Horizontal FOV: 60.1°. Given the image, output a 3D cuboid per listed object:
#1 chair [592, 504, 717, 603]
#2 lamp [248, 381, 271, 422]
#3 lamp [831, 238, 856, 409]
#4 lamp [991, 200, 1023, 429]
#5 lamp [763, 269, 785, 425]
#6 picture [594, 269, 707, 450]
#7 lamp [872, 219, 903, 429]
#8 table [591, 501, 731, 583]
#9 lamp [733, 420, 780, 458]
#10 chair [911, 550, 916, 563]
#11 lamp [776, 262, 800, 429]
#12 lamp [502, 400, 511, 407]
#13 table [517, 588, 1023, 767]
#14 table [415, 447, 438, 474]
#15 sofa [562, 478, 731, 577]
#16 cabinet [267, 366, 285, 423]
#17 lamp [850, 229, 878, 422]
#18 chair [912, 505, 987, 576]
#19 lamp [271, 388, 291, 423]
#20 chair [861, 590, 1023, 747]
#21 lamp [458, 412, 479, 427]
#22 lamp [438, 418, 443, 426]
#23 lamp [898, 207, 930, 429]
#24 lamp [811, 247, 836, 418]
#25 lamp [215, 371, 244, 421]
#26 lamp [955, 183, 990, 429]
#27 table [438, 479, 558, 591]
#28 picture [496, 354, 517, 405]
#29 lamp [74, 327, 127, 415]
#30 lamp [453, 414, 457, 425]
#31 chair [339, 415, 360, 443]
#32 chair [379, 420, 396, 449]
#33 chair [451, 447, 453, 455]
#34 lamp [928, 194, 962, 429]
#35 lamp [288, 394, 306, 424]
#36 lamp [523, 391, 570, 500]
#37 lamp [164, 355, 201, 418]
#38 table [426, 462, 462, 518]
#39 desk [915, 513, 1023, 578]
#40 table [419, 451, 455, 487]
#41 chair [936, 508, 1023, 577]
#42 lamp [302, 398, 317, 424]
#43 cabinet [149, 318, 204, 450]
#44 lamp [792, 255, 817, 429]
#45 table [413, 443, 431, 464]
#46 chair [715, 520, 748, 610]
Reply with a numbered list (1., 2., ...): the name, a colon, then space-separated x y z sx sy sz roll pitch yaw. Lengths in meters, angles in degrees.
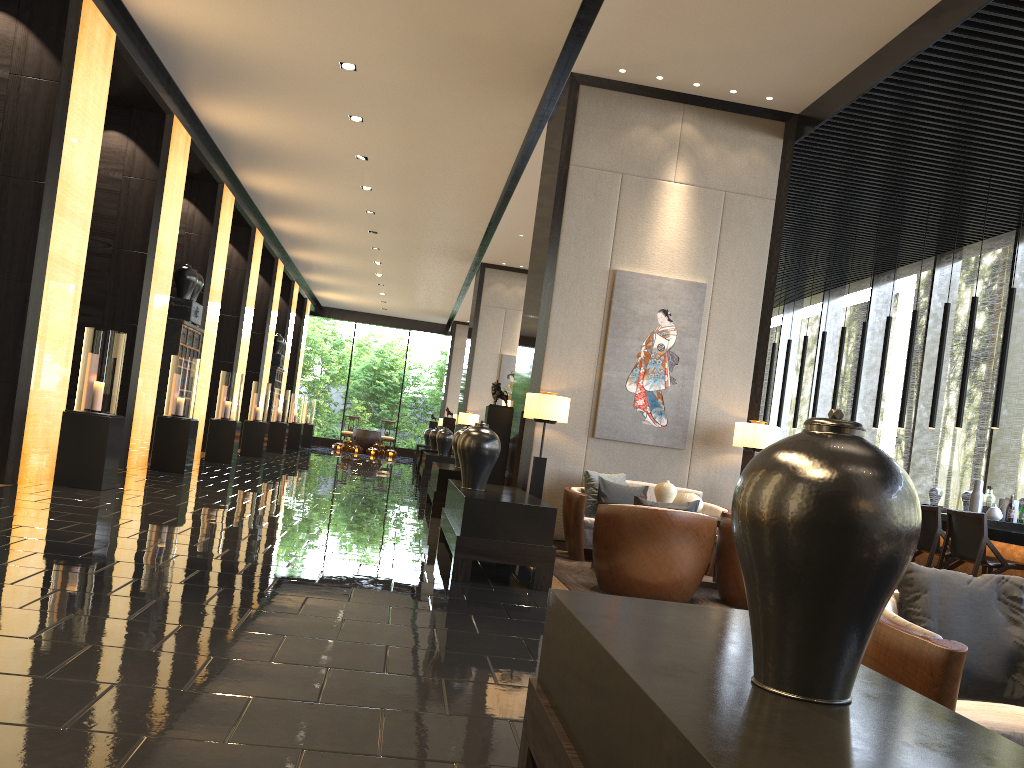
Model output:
1. chair: 0.933 1.094 5.763 0.804 0.604 0.606 8 -2 -7
2. lamp: -4.729 0.331 16.596 0.337 0.729 0.337 8 -1 -5
3. lamp: 4.101 -0.649 10.947 0.060 2.419 0.060 8 0 -12
4. lamp: 4.475 -0.803 7.922 0.060 2.419 0.060 8 0 -12
5. lamp: 3.848 -0.546 12.991 0.060 2.419 0.060 8 0 -12
6. picture: 1.238 -0.213 7.889 0.835 1.501 0.037 8 0 -7
7. lamp: 4.227 -0.701 9.928 0.060 2.419 0.060 8 0 -12
8. table: 1.197 1.231 6.692 1.043 0.517 0.576 8 -2 -7
9. lamp: 2.058 0.995 7.714 0.374 1.350 0.376 7 -1 23
10. chair: 3.474 1.499 8.477 0.563 0.826 0.526 8 -1 -7
11. lamp: 3.911 -0.572 12.483 0.060 2.419 0.060 8 0 -12
12. lamp: 0.001 0.845 9.280 0.373 1.318 0.376 7 -1 37
13. table: 0.467 0.775 1.373 0.620 0.512 1.961 8 -4 -7
14. table: -1.727 1.674 19.109 0.620 0.512 1.961 8 -4 -7
15. sofa: 1.116 1.190 7.515 1.450 0.693 0.603 8 -2 -7
16. cabinet: -5.857 0.548 20.946 0.548 1.921 1.187 8 -1 -7
17. lamp: 4.164 -0.675 10.438 0.060 2.419 0.060 8 0 -12
18. chair: 3.598 1.448 7.471 0.563 0.826 0.526 8 -1 -7
19. lamp: -5.089 0.478 19.511 0.337 0.729 0.337 8 -1 -5
20. chair: 1.265 0.912 2.390 0.804 0.604 0.606 8 -2 -7
21. lamp: -0.871 1.188 16.344 0.374 1.350 0.376 7 -1 12
22. lamp: -1.975 1.640 25.270 0.374 1.350 0.376 7 -1 23
23. lamp: 4.290 -0.727 9.416 0.060 2.419 0.060 8 0 -12
24. lamp: 4.038 -0.624 11.451 0.060 2.419 0.060 8 0 -12
25. lamp: -4.368 0.183 13.682 0.337 0.729 0.337 8 -1 -5
26. lamp: 4.411 -0.776 8.441 0.060 2.419 0.060 8 0 -12
27. table: -0.152 1.029 6.380 0.620 0.512 1.961 8 -4 -7
28. picture: 0.140 0.236 16.763 0.835 1.501 0.037 8 0 -7
29. lamp: -3.647 -0.112 7.853 0.338 0.729 0.336 8 -1 -34
30. lamp: -1.093 1.278 18.139 0.374 1.350 0.376 7 -1 12
31. chair: -4.994 1.510 27.245 0.520 1.075 0.536 8 -1 -7
32. chair: -3.884 1.665 27.383 0.520 1.075 0.536 8 -1 -7
33. chair: -1.265 1.994 23.527 0.804 0.604 0.606 8 -2 -7
34. lamp: 4.358 -0.755 8.869 0.060 2.419 0.060 8 0 -12
35. lamp: -5.450 0.626 22.425 0.337 0.729 0.337 8 -1 -5
36. lamp: 0.225 0.740 7.485 0.373 1.347 0.376 7 -1 44
37. lamp: -4.008 0.036 10.767 0.337 0.729 0.337 8 -1 -1
38. table: -0.627 1.223 10.217 0.620 0.512 1.961 8 -4 -7
39. desk: 3.292 1.803 12.912 1.781 0.759 28.754 8 -4 -7
40. table: -1.252 1.479 15.271 0.620 0.512 1.961 8 -4 -7
41. chair: 3.669 1.419 6.901 0.563 0.826 0.526 8 -1 -7
42. lamp: -5.811 0.774 25.339 0.337 0.729 0.336 8 -1 -19
43. cabinet: -4.774 0.104 12.194 0.548 1.921 1.187 8 -1 -7
44. lamp: 3.974 -0.597 11.972 0.060 2.419 0.060 8 0 -12
45. table: -2.355 1.931 24.187 0.620 0.512 1.961 8 -4 -7
46. chair: 1.775 1.212 5.868 0.804 0.604 0.606 8 -2 -7
